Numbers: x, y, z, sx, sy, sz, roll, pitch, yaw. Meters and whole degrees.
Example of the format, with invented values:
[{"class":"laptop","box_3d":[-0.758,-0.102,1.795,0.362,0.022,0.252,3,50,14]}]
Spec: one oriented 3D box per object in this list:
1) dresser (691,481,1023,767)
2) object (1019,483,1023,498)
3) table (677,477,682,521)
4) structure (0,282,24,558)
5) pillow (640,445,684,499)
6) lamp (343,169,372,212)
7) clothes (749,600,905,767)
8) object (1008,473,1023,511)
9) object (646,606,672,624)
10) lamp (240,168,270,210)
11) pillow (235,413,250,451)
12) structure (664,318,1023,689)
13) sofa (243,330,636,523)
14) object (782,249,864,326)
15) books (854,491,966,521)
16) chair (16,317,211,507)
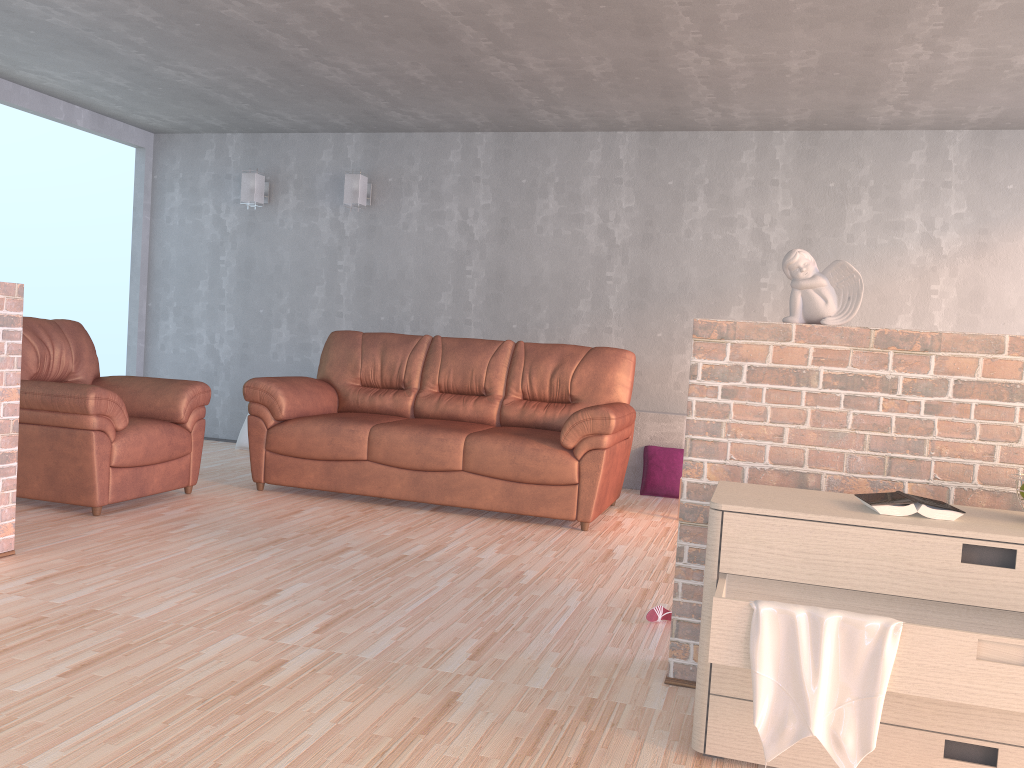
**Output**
[{"class":"dresser","box_3d":[1.272,0.643,1.934,1.686,0.612,0.605,4,3,16]},{"class":"object","box_3d":[1.216,0.252,2.078,0.046,0.044,0.046,4,3,12]},{"class":"table","box_3d":[1.286,0.674,5.231,0.548,0.241,0.548,4,3,16]},{"class":"structure","box_3d":[-2.620,0.091,3.548,1.422,1.057,0.211,4,3,16]},{"class":"pillow","box_3d":[1.030,0.590,5.911,0.327,0.326,0.241,4,3,10]},{"class":"lamp","box_3d":[-1.169,-1.455,6.690,0.165,0.319,0.177,4,3,16]},{"class":"clothes","box_3d":[0.634,0.642,1.821,0.325,0.369,0.097,5,3,17]},{"class":"object","box_3d":[1.272,0.277,2.075,0.202,0.104,0.202,4,3,10]},{"class":"object","box_3d":[0.554,0.815,3.137,0.192,0.066,0.078,2,3,-38]},{"class":"lamp","box_3d":[-2.016,-1.522,6.934,0.165,0.319,0.168,4,3,16]},{"class":"pillow","box_3d":[-1.928,0.356,6.804,0.327,0.326,0.241,5,3,20]},{"class":"structure","box_3d":[1.183,0.389,2.436,1.422,1.057,0.211,4,3,16]},{"class":"sofa","box_3d":[-0.390,0.175,5.268,2.202,0.923,0.981,4,3,16]},{"class":"object","box_3d":[0.871,-0.272,2.505,0.216,0.218,0.131,4,3,15]},{"class":"books","box_3d":[0.941,0.286,2.109,0.209,0.040,0.146,4,3,6]},{"class":"chair","box_3d":[-2.248,0.108,4.658,0.936,0.879,0.970,4,3,15]}]
